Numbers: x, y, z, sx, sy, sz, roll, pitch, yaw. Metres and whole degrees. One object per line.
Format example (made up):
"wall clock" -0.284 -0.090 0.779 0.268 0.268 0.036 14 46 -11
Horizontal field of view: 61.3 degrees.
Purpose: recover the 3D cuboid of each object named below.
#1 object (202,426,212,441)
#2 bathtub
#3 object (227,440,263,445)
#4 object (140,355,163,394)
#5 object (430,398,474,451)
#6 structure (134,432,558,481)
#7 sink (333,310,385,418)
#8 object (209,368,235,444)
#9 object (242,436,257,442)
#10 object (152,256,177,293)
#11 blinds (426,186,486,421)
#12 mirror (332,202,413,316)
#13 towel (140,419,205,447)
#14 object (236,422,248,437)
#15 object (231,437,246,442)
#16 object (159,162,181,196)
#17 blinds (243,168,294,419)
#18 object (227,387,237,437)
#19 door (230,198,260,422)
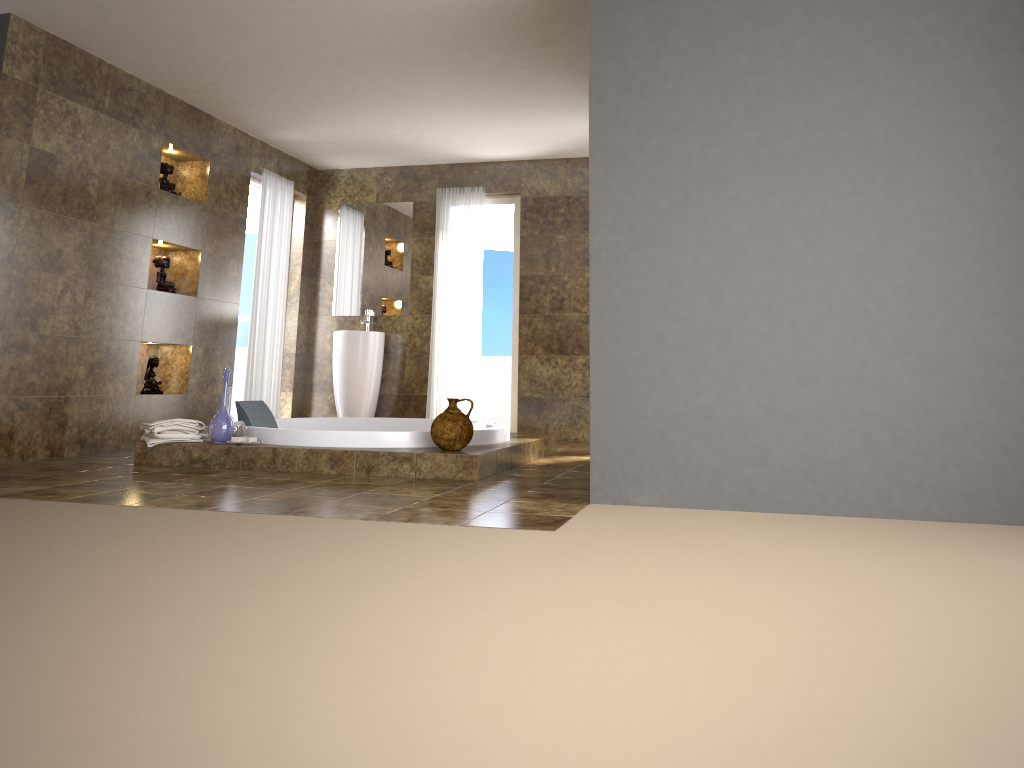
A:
"object" -1.738 0.290 5.096 0.169 0.078 0.165 1 -2 -4
"bathtub" -0.890 0.398 5.527 1.725 0.539 1.730 2 -1 -45
"object" -1.473 0.324 4.768 0.190 0.019 0.185 1 0 3
"object" -2.553 -0.066 6.155 0.152 0.283 0.146 -2 -10 15
"object" -0.320 0.215 4.630 0.229 0.284 0.223 3 -8 -14
"structure" -0.888 0.406 5.526 2.002 0.128 1.955 1 0 15
"sink" -1.393 -0.120 7.755 0.458 1.173 0.421 -2 -11 17
"object" -1.614 0.120 4.844 0.135 0.433 0.131 -4 -12 22
"object" -1.467 0.309 4.781 0.100 0.033 0.060 0 -3 29
"object" -2.542 -0.803 6.339 0.174 0.294 0.107 -1 -11 14
"blinds" -0.501 -0.701 7.854 0.518 2.338 0.065 -2 -12 13
"mirror" -1.319 -1.189 8.198 0.767 1.127 0.008 -1 -12 14
"towel" -1.940 0.271 4.942 0.318 0.155 0.333 2 -3 -31
"object" -1.537 0.274 4.918 0.057 0.119 0.056 5 -11 -23
"object" -1.491 0.305 4.717 0.053 0.035 0.071 0 -2 15
"object" -2.552 -1.526 6.434 0.152 0.275 0.118 -1 -11 14
"blinds" -2.092 -0.721 7.499 0.067 2.350 0.577 -2 -12 15
"object" -1.635 0.175 4.975 0.130 0.318 0.125 -3 -11 22
"door" -2.660 -0.680 8.111 0.961 2.299 0.038 0 -12 4
